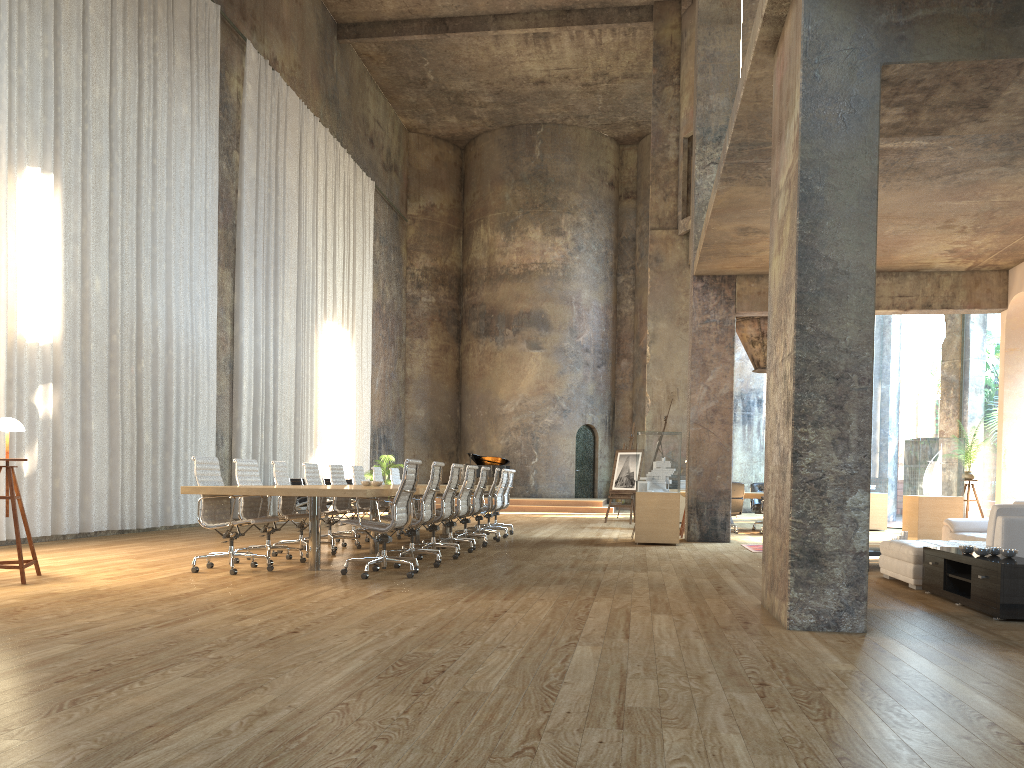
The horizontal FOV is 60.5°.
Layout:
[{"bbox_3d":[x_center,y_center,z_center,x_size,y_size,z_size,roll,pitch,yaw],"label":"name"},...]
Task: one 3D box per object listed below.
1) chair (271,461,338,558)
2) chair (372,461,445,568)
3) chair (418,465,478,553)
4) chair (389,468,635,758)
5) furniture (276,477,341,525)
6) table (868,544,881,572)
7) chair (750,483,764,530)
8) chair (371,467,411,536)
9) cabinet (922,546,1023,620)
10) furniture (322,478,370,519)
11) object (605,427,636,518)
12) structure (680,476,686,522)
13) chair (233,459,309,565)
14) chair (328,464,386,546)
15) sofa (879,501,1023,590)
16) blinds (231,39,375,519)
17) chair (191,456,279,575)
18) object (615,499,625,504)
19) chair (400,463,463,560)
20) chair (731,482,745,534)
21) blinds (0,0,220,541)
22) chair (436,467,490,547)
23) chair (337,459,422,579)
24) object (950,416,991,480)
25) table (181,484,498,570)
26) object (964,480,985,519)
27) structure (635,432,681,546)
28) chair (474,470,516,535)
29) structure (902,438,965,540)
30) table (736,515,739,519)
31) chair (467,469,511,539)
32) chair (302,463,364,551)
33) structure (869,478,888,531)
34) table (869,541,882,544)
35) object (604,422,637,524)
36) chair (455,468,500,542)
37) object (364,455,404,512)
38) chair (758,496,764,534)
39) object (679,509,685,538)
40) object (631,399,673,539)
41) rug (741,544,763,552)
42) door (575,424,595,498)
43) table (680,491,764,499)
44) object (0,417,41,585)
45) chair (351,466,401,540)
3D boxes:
[{"bbox_3d":[-2.272,1.360,9.614,0.699,1.026,0.666,1,-1,8],"label":"chair"},{"bbox_3d":[-1.007,1.273,8.637,0.699,1.026,0.666,1,-1,12],"label":"chair"},{"bbox_3d":[-0.752,1.475,10.436,0.698,1.026,0.666,1,-1,17],"label":"chair"},{"bbox_3d":[1.173,1.868,13.682,12.947,1.030,31.622,0,-6,8],"label":"chair"},{"bbox_3d":[-3.737,2.173,16.405,0.708,0.840,1.878,1,-5,8],"label":"furniture"},{"bbox_3d":[4.013,1.832,9.251,0.790,0.202,1.114,0,-6,8],"label":"table"},{"bbox_3d":[4.812,2.288,16.438,0.729,0.892,0.823,1,-2,9],"label":"chair"},{"bbox_3d":[-1.765,1.763,13.209,0.699,1.026,0.666,1,-1,12],"label":"chair"},{"bbox_3d":[3.401,1.420,6.361,0.395,0.368,1.567,1,-6,8],"label":"cabinet"},{"bbox_3d":[-3.395,2.438,18.769,0.708,0.840,1.878,1,-5,8],"label":"furniture"},{"bbox_3d":[2.583,2.062,20.155,0.683,2.147,0.701,1,1,34],"label":"object"},{"bbox_3d":[3.599,2.469,18.817,0.743,1.015,0.736,1,-1,8],"label":"structure"},{"bbox_3d":[-2.395,1.265,8.766,0.698,1.026,0.666,1,-1,17],"label":"chair"},{"bbox_3d":[-2.021,1.562,11.410,0.698,1.026,0.666,1,-1,17],"label":"chair"},{"bbox_3d":[4.521,1.498,8.529,2.063,0.721,2.939,0,-6,8],"label":"sofa"},{"bbox_3d":[-4.276,-1.456,19.567,0.275,8.642,7.847,1,-2,9],"label":"blinds"},{"bbox_3d":[-2.490,1.169,7.906,0.698,1.026,0.666,1,-1,14],"label":"chair"},{"bbox_3d":[3.434,3.267,27.457,0.912,0.991,0.909,0,-2,20],"label":"object"},{"bbox_3d":[-0.878,1.375,9.546,0.698,1.026,0.666,1,-1,14],"label":"chair"},{"bbox_3d":[3.596,2.124,15.117,0.729,0.892,0.823,1,-2,2],"label":"chair"},{"bbox_3d":[-5.514,-2.415,11.010,0.275,8.642,7.847,1,-2,9],"label":"blinds"},{"bbox_3d":[-0.623,1.573,11.308,0.698,1.026,0.666,1,-1,14],"label":"chair"},{"bbox_3d":[-1.145,1.168,7.699,0.698,1.026,0.666,1,-1,14],"label":"chair"},{"bbox_3d":[6.760,0.956,13.012,0.688,0.939,0.861,1,-2,-1],"label":"object"},{"bbox_3d":[-1.415,1.656,11.000,1.600,0.757,7.743,0,-6,8],"label":"table"},{"bbox_3d":[6.683,1.906,13.039,0.659,0.972,0.570,1,-1,-28],"label":"object"},{"bbox_3d":[2.035,1.463,12.298,0.594,1.548,0.743,1,0,8],"label":"structure"},{"bbox_3d":[-0.280,1.867,13.940,0.698,1.026,0.666,1,-1,14],"label":"chair"},{"bbox_3d":[6.050,1.565,12.645,0.594,1.548,0.743,1,0,8],"label":"structure"},{"bbox_3d":[4.908,3.065,21.944,1.870,0.546,0.944,0,-4,8],"label":"table"},{"bbox_3d":[-0.369,1.771,13.079,0.698,1.026,0.666,1,-1,17],"label":"chair"},{"bbox_3d":[-2.150,1.464,10.539,0.698,1.026,0.666,1,-1,14],"label":"chair"},{"bbox_3d":[6.792,2.323,17.031,0.735,1.015,0.745,1,-1,8],"label":"structure"},{"bbox_3d":[4.066,1.851,9.615,0.859,0.246,0.371,0,-4,8],"label":"table"},{"bbox_3d":[2.417,1.852,18.269,0.700,2.147,0.684,2,1,40],"label":"object"},{"bbox_3d":[-0.483,1.676,12.230,0.699,1.026,0.666,1,-1,8],"label":"chair"},{"bbox_3d":[-3.239,2.525,22.304,1.092,1.457,1.131,1,-1,-1],"label":"object"},{"bbox_3d":[4.601,2.128,15.003,0.730,0.892,0.822,1,-2,-18],"label":"chair"},{"bbox_3d":[2.950,1.785,13.877,0.570,1.297,0.658,1,0,8],"label":"object"},{"bbox_3d":[2.147,1.289,13.177,0.684,2.147,0.701,1,1,7],"label":"object"},{"bbox_3d":[4.321,2.174,11.472,2.461,0.009,1.351,0,-6,8],"label":"rug"},{"bbox_3d":[2.223,2.392,27.193,0.903,2.297,0.091,1,1,-34],"label":"door"},{"bbox_3d":[4.194,2.299,15.761,2.409,0.700,1.108,0,-4,8],"label":"table"},{"bbox_3d":[-3.909,0.906,6.865,0.570,1.298,0.659,1,0,41],"label":"object"},{"bbox_3d":[-1.895,1.661,12.300,0.698,1.026,0.666,1,-1,14],"label":"chair"}]
